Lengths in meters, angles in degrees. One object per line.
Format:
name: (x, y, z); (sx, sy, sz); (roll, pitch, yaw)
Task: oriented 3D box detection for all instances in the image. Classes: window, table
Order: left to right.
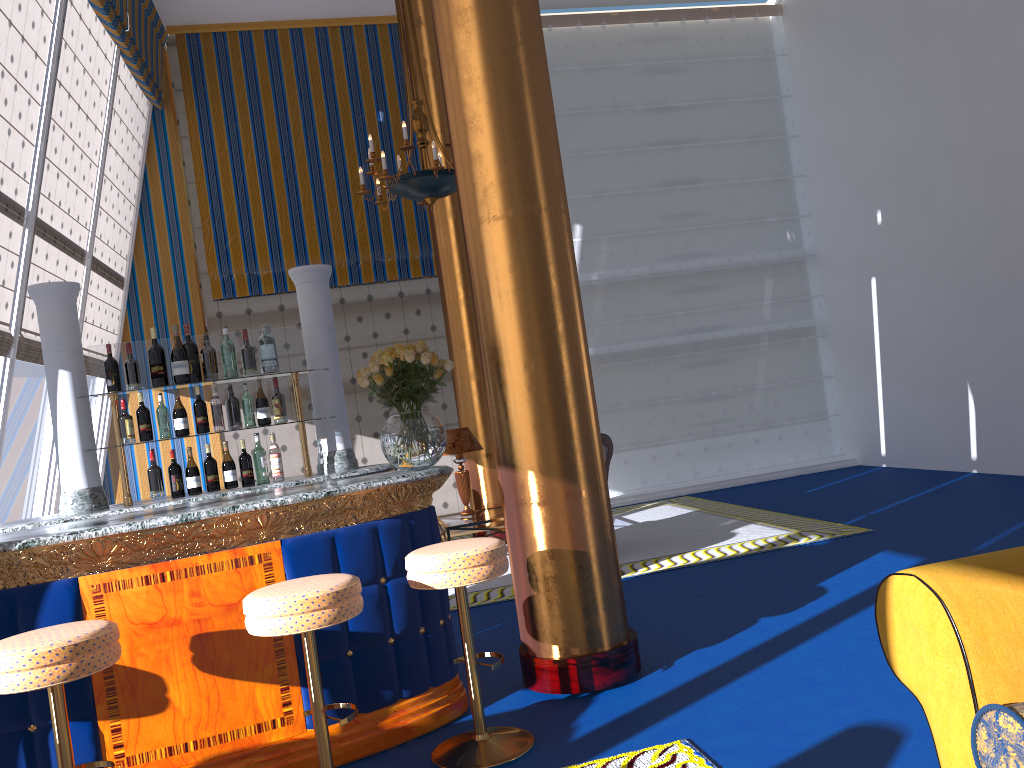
window: (-2.802, -1.219, 2.097); (1.625, 5.854, 15.407); (-8, -1, -11)
table: (-0.126, 1.323, 7.855); (0.978, 0.369, 0.903); (-8, -1, -12)

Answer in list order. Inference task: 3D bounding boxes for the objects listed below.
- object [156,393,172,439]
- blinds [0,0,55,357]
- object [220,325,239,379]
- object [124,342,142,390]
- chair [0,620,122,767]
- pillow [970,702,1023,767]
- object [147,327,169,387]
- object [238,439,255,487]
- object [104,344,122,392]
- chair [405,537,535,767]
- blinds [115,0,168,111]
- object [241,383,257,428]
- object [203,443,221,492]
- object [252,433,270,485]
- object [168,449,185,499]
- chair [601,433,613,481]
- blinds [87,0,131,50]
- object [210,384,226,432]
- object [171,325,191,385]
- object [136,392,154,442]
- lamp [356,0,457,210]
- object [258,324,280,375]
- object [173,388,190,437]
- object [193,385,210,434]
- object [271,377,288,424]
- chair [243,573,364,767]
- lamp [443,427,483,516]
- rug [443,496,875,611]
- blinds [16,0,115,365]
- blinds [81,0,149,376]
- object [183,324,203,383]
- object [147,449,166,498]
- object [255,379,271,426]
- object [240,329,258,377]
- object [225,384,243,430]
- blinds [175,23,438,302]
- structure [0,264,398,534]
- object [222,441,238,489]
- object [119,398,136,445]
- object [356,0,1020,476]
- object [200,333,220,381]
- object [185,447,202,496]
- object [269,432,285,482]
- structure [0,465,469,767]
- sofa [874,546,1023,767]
object: (-1.737, 0.158, 4.415); (0.058, 0.230, 0.059); (-9, -1, 38)
blinds: (-3.329, -1.963, 5.829); (0.878, 3.393, 1.360); (-8, -1, -11)
object: (-1.446, -0.162, 4.519); (0.069, 0.271, 0.069); (-8, -1, -1)
object: (-1.912, -0.086, 4.457); (0.072, 0.246, 0.073); (-9, -1, 38)
chair: (-1.387, 1.161, 2.753); (0.395, 0.781, 0.401); (-9, -1, 27)
pillow: (1.047, 0.643, 1.564); (0.378, 0.219, 0.214); (-8, -1, -7)
object: (-1.773, -0.133, 4.430); (0.081, 0.302, 0.081); (-8, -1, -6)
object: (-1.370, 0.406, 4.560); (0.066, 0.244, 0.065); (-8, -1, -30)
object: (-1.985, -0.077, 4.398); (0.065, 0.244, 0.065); (-8, -1, -8)
chair: (-0.166, 1.003, 3.393); (0.402, 0.781, 0.394); (-7, -1, -41)
blinds: (-3.688, -3.376, 8.813); (0.340, 0.830, 1.518); (-8, -1, -11)
object: (-1.362, 0.109, 4.571); (0.058, 0.230, 0.059); (-9, -1, 38)
object: (-1.521, 0.422, 4.479); (0.066, 0.244, 0.065); (-8, -1, -30)
object: (-1.308, 0.387, 4.606); (0.068, 0.269, 0.069); (-9, -1, 39)
object: (-1.685, 0.448, 4.438); (0.065, 0.244, 0.065); (-8, -1, -8)
chair: (0.385, 0.914, 7.081); (0.787, 0.966, 0.791); (-8, -1, -11)
blinds: (-3.404, -3.457, 7.304); (0.340, 0.830, 1.518); (-8, -1, -11)
object: (-1.495, 0.121, 4.489); (0.057, 0.239, 0.056); (-8, -1, -37)
object: (-1.670, -0.147, 4.452); (0.085, 0.302, 0.084); (-8, -1, -17)
object: (-1.821, 0.162, 4.383); (0.066, 0.244, 0.065); (-8, -1, -30)
lamp: (-0.796, -2.565, 6.982); (1.069, 2.421, 1.049); (-8, -1, -34)
object: (-1.277, -0.181, 4.635); (0.092, 0.259, 0.091); (-8, -1, -28)
object: (-1.661, 0.144, 4.433); (0.069, 0.244, 0.068); (-8, -1, -30)
object: (-1.571, 0.129, 4.469); (0.066, 0.244, 0.065); (-8, -1, -30)
object: (-1.215, 0.084, 4.607); (0.071, 0.244, 0.072); (-8, -1, 9)
chair: (-0.661, 1.064, 3.006); (0.394, 0.781, 0.402); (-9, -1, 38)
lamp: (-0.451, 0.792, 7.995); (0.450, 0.783, 0.443); (-8, -1, -27)
rug: (-0.713, 1.589, 7.604); (6.282, 0.011, 3.579); (-8, -2, -12)
blinds: (-3.613, -1.882, 7.338); (0.878, 3.393, 1.360); (-8, -1, -11)
blinds: (-3.886, -1.805, 8.790); (0.878, 3.393, 1.360); (-8, -1, -11)
object: (-1.627, -0.153, 4.487); (0.081, 0.302, 0.081); (-8, -1, 5)
object: (-1.766, 0.441, 4.386); (0.072, 0.242, 0.070); (-8, -1, -30)
object: (-1.294, 0.095, 4.587); (0.069, 0.244, 0.068); (-8, -1, -30)
object: (-1.363, -0.162, 4.575); (0.072, 0.246, 0.073); (-9, -1, 38)
object: (-1.428, 0.117, 4.535); (0.072, 0.232, 0.071); (-8, -1, -33)
blinds: (-2.135, -2.538, 9.833); (2.671, 2.989, 0.151); (-8, -1, -12)
structure: (-1.714, 0.546, 4.565); (2.326, 2.195, 0.764); (-8, -1, -21)
object: (-1.446, 0.413, 4.523); (0.069, 0.244, 0.068); (-8, -1, -30)
object: (-1.889, 0.182, 4.341); (0.067, 0.225, 0.065); (-7, -1, -42)
object: (0.230, -6.945, 2.664); (63.386, 33.595, 63.175); (-8, -1, -5)
object: (-1.540, -0.135, 4.505); (0.075, 0.247, 0.077); (-9, -1, 42)
object: (-1.607, 0.437, 4.457); (0.069, 0.244, 0.068); (-8, -1, -30)
object: (-1.234, 0.382, 4.631); (0.061, 0.258, 0.061); (-8, -1, -11)
structure: (-1.266, 1.026, 3.546); (2.328, 1.065, 0.764); (-8, -1, -23)
sofa: (1.454, 0.684, 1.144); (1.015, 0.854, 1.842); (-8, -1, -10)
